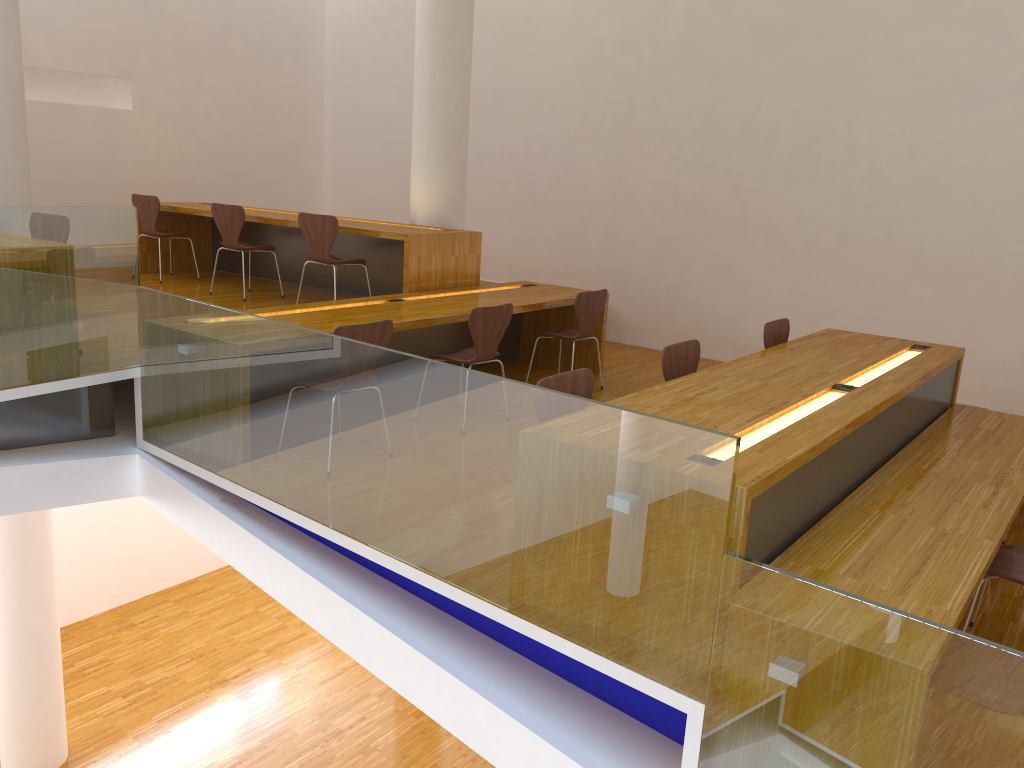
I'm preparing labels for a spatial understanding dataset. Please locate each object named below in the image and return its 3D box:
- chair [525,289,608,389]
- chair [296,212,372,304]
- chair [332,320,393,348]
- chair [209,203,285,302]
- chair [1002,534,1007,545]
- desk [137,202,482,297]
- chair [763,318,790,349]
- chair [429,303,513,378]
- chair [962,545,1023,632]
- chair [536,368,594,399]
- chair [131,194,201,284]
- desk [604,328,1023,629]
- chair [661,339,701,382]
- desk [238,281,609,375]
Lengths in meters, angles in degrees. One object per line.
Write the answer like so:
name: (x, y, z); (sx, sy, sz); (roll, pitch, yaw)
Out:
chair: (0.371, -0.303, 5.936); (0.381, 0.693, 0.428); (13, 16, 34)
chair: (-1.223, -0.828, 6.146); (0.428, 0.693, 0.381); (13, 16, 34)
chair: (-0.835, 0.022, 4.260); (0.381, 0.693, 0.428); (13, 16, 34)
chair: (-2.004, -1.005, 6.695); (0.428, 0.693, 0.381); (13, 16, 34)
chair: (2.581, 0.554, 4.241); (0.381, 0.693, 0.428); (13, 16, 34)
desk: (-1.735, -1.028, 7.027); (3.185, 0.606, 0.760); (13, 16, 34)
chair: (1.581, 0.018, 4.886); (0.381, 0.693, 0.428); (13, 16, 34)
chair: (-0.260, -0.126, 5.029); (0.381, 0.693, 0.428); (13, 16, 34)
chair: (1.949, 0.732, 3.334); (0.381, 0.693, 0.428); (13, 16, 34)
chair: (0.313, 0.329, 3.253); (0.381, 0.693, 0.428); (13, 16, 34)
chair: (-2.881, -1.214, 7.359); (0.428, 0.693, 0.381); (13, 16, 34)
desk: (1.447, 0.470, 3.829); (1.285, 0.918, 3.236); (13, 16, 34)
chair: (0.888, 0.181, 4.022); (0.381, 0.693, 0.428); (13, 16, 34)
desk: (-0.560, -0.192, 5.443); (0.760, 0.606, 3.185); (13, 16, 34)
